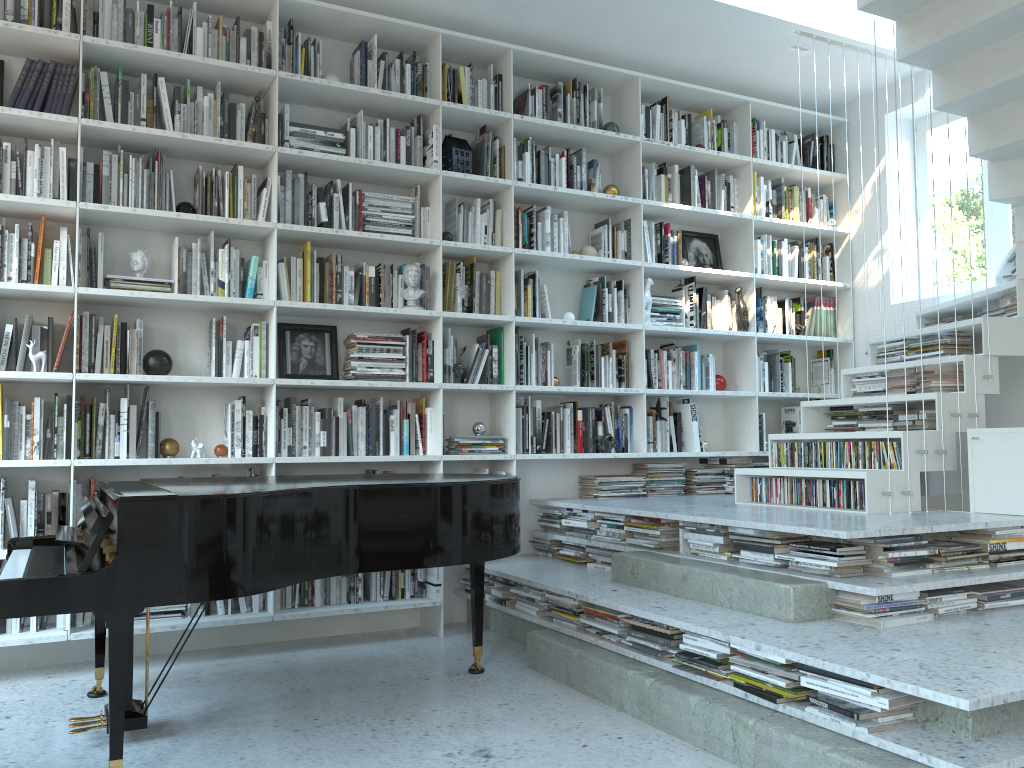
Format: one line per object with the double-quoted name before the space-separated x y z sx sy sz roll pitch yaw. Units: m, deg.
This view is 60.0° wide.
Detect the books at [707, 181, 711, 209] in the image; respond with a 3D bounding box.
"books" 1.191 -1.153 5.593 0.031 0.217 0.165 1 -4 -27

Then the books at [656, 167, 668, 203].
"books" 0.894 -1.183 5.447 0.026 0.261 0.167 1 -4 -27

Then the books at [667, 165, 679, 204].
"books" 0.974 -1.194 5.490 0.026 0.288 0.156 1 -4 -27

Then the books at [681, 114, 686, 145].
"books" 1.039 -1.540 5.564 0.012 0.254 0.161 1 -4 -27

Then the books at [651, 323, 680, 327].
"books" 0.874 -0.349 5.396 0.254 0.012 0.161 2 -5 -31

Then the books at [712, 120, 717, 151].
"books" 1.243 -1.533 5.649 0.031 0.248 0.164 1 -4 -27

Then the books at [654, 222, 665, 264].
"books" 0.873 -0.830 5.420 0.012 0.287 0.176 1 -4 -27

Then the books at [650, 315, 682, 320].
"books" 0.873 -0.397 5.403 0.285 0.012 0.159 2 -5 -29

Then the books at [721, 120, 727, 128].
"books" 1.334 -1.544 5.715 0.025 0.279 0.136 1 -4 -27

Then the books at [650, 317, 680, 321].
"books" 0.872 -0.385 5.402 0.254 0.012 0.161 1 -5 -25

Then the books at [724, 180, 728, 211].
"books" 1.310 -1.161 5.659 0.030 0.241 0.162 1 -4 -27

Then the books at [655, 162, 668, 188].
"books" 0.906 -1.199 5.463 0.011 0.296 0.162 1 -4 -27

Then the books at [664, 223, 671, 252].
"books" 0.914 -0.828 5.439 0.014 0.284 0.175 1 -4 -27

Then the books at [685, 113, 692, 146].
"books" 1.063 -1.542 5.563 0.030 0.257 0.165 1 -4 -27

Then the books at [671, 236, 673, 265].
"books" 0.934 -0.791 5.451 0.033 0.213 0.153 1 -4 -27

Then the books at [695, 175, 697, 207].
"books" 1.087 -1.163 5.529 0.030 0.230 0.187 1 -4 -27

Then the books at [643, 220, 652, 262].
"books" 0.782 -0.833 5.383 0.065 0.288 0.146 1 -4 -27

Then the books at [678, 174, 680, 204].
"books" 0.992 -1.168 5.508 0.025 0.238 0.143 1 -4 -27

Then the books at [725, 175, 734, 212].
"books" 1.364 -1.180 5.694 0.026 0.283 0.147 1 -4 -27

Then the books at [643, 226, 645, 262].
"books" 0.751 -0.814 5.359 0.011 0.247 0.156 1 -4 -27

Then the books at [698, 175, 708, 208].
"books" 1.162 -1.165 5.571 0.014 0.239 0.189 1 -4 -27

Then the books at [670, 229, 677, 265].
"books" 0.958 -0.811 5.464 0.021 0.253 0.167 1 -4 -27

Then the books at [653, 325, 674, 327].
"books" 0.875 -0.337 5.395 0.285 0.012 0.159 1 -4 -23

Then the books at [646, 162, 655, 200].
"books" 0.809 -1.195 5.415 0.051 0.282 0.167 1 -4 -27

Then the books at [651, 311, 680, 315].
"books" 0.871 -0.421 5.408 0.254 0.012 0.161 2 -5 -27

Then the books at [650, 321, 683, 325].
"books" 0.876 -0.362 5.394 0.285 0.012 0.159 1 -4 -22

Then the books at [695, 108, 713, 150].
"books" 1.220 -1.569 5.641 0.007 0.320 0.165 1 -4 -27

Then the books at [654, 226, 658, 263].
"books" 0.838 -0.820 5.428 0.043 0.268 0.131 1 -4 -27

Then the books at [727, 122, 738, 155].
"books" 1.391 -1.536 5.725 0.026 0.263 0.163 1 -4 -27

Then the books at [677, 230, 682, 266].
"books" 0.984 -0.806 5.466 0.026 0.243 0.178 1 -4 -27

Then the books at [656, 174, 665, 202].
"books" 0.873 -1.157 5.429 0.025 0.207 0.175 1 -4 -27

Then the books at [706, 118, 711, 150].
"books" 1.195 -1.536 5.626 0.016 0.251 0.189 1 -4 -27

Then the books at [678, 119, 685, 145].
"books" 1.007 -1.517 5.521 0.024 0.202 0.190 1 -4 -27

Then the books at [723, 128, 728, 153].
"books" 1.318 -1.511 5.685 0.029 0.210 0.169 1 -4 -27

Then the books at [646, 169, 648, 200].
"books" 0.780 -1.173 5.399 0.013 0.236 0.142 1 -4 -27

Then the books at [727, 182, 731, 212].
"books" 1.341 -1.156 5.685 0.022 0.234 0.158 1 -4 -27

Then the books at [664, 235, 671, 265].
"books" 0.908 -0.790 5.421 0.013 0.207 0.190 1 -4 -27

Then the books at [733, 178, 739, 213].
"books" 1.391 -1.170 5.705 0.031 0.265 0.169 1 -4 -27

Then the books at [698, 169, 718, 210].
"books" 1.236 -1.190 5.613 0.022 0.294 0.181 1 -4 -27

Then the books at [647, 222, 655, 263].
"books" 0.817 -0.830 5.407 0.012 0.285 0.159 1 -4 -27

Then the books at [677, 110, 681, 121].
"books" 1.010 -1.553 5.554 0.012 0.279 0.153 1 -4 -27

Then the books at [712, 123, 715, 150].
"books" 1.230 -1.522 5.634 0.007 0.225 0.170 1 -4 -27

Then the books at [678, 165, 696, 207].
"books" 1.041 -1.184 5.476 0.032 0.265 0.245 1 -4 -27

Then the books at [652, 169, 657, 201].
"books" 0.840 -1.178 5.439 0.026 0.250 0.130 1 -4 -27

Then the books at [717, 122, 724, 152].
"books" 1.283 -1.525 5.661 0.018 0.235 0.186 1 -4 -27

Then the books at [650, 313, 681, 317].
"books" 0.876 -0.410 5.398 0.254 0.012 0.161 2 -5 -32

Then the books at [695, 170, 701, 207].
"books" 1.124 -1.186 5.580 0.048 0.283 0.162 1 -4 -27

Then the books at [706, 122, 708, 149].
"books" 1.180 -1.521 5.611 0.008 0.220 0.182 1 -4 -27

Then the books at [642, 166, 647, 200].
"books" 0.768 -1.182 5.396 0.012 0.254 0.161 1 -4 -27

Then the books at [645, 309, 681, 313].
"books" 0.878 -0.434 5.400 0.254 0.012 0.161 1 -4 -22

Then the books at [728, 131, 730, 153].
"books" 1.356 -1.509 5.731 0.031 0.211 0.131 1 -4 -27

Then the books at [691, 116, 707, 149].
"books" 1.169 -1.539 5.604 0.019 0.256 0.169 1 -4 -27

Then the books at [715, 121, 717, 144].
"books" 1.257 -1.535 5.673 0.017 0.256 0.146 1 -4 -27

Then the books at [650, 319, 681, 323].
"books" 0.874 -0.373 5.397 0.254 0.012 0.161 1 -4 -23

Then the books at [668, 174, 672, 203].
"books" 0.925 -1.163 5.470 0.030 0.224 0.158 1 -4 -27

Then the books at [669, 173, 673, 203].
"books" 0.943 -1.167 5.496 0.024 0.236 0.146 1 -4 -27

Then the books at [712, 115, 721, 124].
"books" 1.290 -1.556 5.689 0.020 0.299 0.131 1 -4 -27

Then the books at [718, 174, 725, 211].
"books" 1.284 -1.178 5.639 0.036 0.272 0.177 1 -4 -27

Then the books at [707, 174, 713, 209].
"books" 1.211 -1.175 5.615 0.023 0.263 0.156 1 -4 -27
